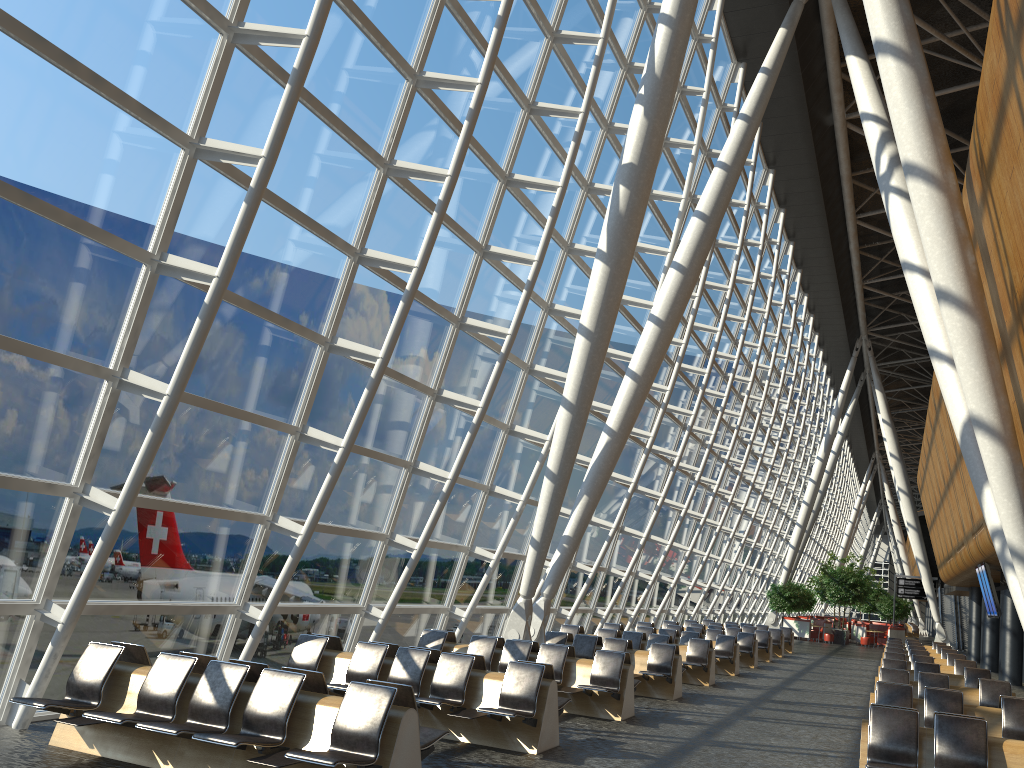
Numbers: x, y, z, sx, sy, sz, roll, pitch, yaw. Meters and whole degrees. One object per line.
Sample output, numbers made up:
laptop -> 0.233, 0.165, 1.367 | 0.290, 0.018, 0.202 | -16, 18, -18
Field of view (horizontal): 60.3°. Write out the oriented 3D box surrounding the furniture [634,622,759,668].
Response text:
furniture -> 4.855, 6.922, 23.491 | 3.248, 0.857, 1.688 | 0, -12, 24

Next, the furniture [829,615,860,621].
furniture -> 33.448, 23.935, 89.235 | 3.248, 0.857, 1.688 | 0, -12, 24

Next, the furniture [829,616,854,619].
furniture -> 28.707, 21.114, 78.333 | 3.248, 0.857, 1.688 | 0, -12, 24

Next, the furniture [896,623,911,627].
furniture -> 31.525, 19.713, 70.848 | 1.895, 0.857, 1.688 | 0, -12, 24

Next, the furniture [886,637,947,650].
furniture -> 13.599, 9.048, 29.633 | 1.895, 0.857, 1.688 | 0, -12, 24

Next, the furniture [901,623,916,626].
furniture -> 32.710, 20.419, 73.573 | 1.895, 0.857, 1.688 | 0, -12, 24

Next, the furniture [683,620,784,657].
furniture -> 7.226, 8.332, 28.942 | 3.248, 0.857, 1.688 | 0, -12, 24

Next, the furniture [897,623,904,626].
furniture -> 25.100, 16.146, 57.577 | 0.887, 0.993, 2.877 | 2, -12, 21

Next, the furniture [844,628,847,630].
furniture -> 20.976, 15.569, 55.351 | 0.442, 0.454, 0.450 | 4, -9, 7

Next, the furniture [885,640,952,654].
furniture -> 12.414, 8.343, 26.907 | 1.895, 0.857, 1.688 | 0, -12, 24

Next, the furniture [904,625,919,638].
furniture -> 29.154, 18.303, 65.397 | 1.895, 0.857, 1.688 | 0, -12, 24

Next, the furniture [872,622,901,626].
furniture -> 21.919, 14.627, 51.958 | 0.890, 0.993, 2.870 | 6, -12, -8

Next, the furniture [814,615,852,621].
furniture -> 27.522, 20.408, 75.608 | 3.248, 0.857, 1.688 | 0, -12, 24

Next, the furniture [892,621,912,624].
furniture -> 38.637, 23.945, 87.200 | 1.895, 0.857, 1.688 | 0, -12, 24

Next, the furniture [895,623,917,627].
furniture -> 30.340, 19.008, 68.123 | 1.895, 0.857, 1.688 | 0, -12, 24

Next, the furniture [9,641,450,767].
furniture -> -2.257, 2.690, 7.139 | 3.248, 0.857, 1.688 | 0, -12, 24

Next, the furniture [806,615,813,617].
furniture -> 19.980, 15.898, 58.505 | 0.887, 0.993, 2.877 | 2, -12, 21

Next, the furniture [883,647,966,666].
furniture -> 10.043, 6.932, 21.457 | 1.895, 0.857, 1.688 | 0, -12, 24

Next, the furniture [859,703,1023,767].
furniture -> 4.117, 3.406, 7.830 | 1.895, 0.857, 1.688 | 0, -12, 24

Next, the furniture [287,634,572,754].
furniture -> -1.072, 3.396, 9.864 | 3.248, 0.857, 1.688 | 0, -12, 24

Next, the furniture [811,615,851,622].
furniture -> 26.337, 19.703, 72.883 | 3.248, 0.857, 1.688 | 0, -12, 24

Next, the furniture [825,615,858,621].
furniture -> 31.078, 22.524, 83.784 | 3.248, 0.857, 1.688 | 0, -12, 24

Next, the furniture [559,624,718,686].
furniture -> 2.484, 5.511, 18.040 | 3.248, 0.857, 1.688 | 0, -12, 24

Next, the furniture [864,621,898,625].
furniture -> 23.077, 15.501, 55.460 | 2.843, 0.996, 0.897 | 10, -10, -23

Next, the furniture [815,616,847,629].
furniture -> 22.003, 16.543, 60.622 | 2.843, 0.996, 0.897 | 10, -10, -23

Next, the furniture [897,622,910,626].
furniture -> 33.896, 21.124, 76.299 | 1.895, 0.857, 1.688 | 0, -12, 24

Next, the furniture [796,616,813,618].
furniture -> 17.726, 14.500, 53.065 | 0.889, 0.994, 2.870 | -2, -13, 36

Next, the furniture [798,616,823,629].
furniture -> 17.045, 13.811, 50.211 | 0.890, 0.993, 2.870 | 6, -12, -8

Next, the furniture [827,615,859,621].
furniture -> 32.263, 23.229, 86.509 | 3.248, 0.857, 1.688 | 0, -12, 24

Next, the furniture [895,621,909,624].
furniture -> 37.452, 23.240, 84.475 | 1.895, 0.857, 1.688 | 0, -12, 24

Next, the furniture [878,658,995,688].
furniture -> 7.673, 5.522, 16.006 | 1.895, 0.857, 1.688 | 0, -12, 24

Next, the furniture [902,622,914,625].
furniture -> 36.266, 22.534, 81.749 | 1.895, 0.857, 1.688 | 0, -12, 24

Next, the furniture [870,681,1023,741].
furniture -> 5.302, 4.111, 10.555 | 1.895, 0.857, 1.688 | 0, -12, 24

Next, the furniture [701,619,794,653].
furniture -> 8.411, 9.038, 31.667 | 3.248, 0.857, 1.688 | 0, -12, 24

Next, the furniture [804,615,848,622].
furniture -> 23.966, 18.293, 67.432 | 3.248, 0.857, 1.688 | 0, -12, 24

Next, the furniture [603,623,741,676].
furniture -> 3.670, 6.217, 20.766 | 3.248, 0.857, 1.688 | 0, -12, 24

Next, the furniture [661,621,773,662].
furniture -> 6.040, 7.627, 26.216 | 3.248, 0.857, 1.688 | 0, -12, 24

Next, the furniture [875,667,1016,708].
furniture -> 6.487, 4.816, 13.281 | 1.895, 0.857, 1.688 | 0, -12, 24

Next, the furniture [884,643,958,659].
furniture -> 11.229, 7.637, 24.182 | 1.895, 0.857, 1.688 | 0, -12, 24

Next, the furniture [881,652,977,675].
furniture -> 8.858, 6.227, 18.731 | 1.895, 0.857, 1.688 | 0, -12, 24

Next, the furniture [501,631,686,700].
furniture -> 1.299, 4.806, 15.315 | 3.248, 0.857, 1.688 | 0, -12, 24

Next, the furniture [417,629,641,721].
furniture -> 0.114, 4.101, 12.590 | 3.248, 0.857, 1.688 | 0, -12, 24

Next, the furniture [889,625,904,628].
furniture -> 21.238, 13.938, 49.104 | 0.889, 0.994, 2.870 | -2, -13, 36

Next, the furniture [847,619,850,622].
furniture -> 25.151, 18.998, 70.157 | 3.248, 0.857, 1.688 | 0, -12, 24
